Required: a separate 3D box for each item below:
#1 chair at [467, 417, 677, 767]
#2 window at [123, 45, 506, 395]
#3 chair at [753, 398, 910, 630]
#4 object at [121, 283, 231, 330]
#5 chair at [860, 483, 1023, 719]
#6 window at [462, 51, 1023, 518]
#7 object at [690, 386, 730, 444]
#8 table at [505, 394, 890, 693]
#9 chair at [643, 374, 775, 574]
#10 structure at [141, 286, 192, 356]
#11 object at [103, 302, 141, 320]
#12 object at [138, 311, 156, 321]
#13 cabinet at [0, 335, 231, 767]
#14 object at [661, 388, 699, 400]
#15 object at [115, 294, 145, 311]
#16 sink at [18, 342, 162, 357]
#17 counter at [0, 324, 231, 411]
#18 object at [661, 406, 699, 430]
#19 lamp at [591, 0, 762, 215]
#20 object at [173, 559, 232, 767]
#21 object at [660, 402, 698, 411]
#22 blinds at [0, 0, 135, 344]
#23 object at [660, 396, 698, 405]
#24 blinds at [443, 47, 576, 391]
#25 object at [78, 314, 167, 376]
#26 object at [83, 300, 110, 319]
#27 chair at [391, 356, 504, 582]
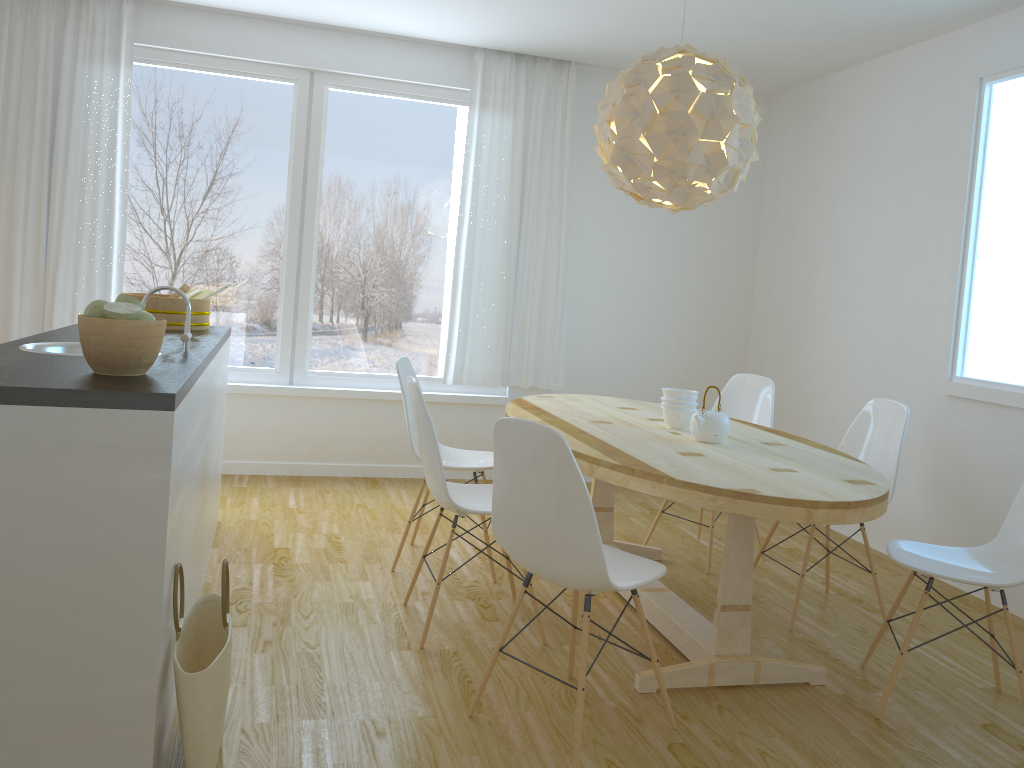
[{"bbox_3d":[0.186,0.536,2.526,0.523,0.899,0.432,1,5,-45],"label":"chair"},{"bbox_3d":[-1.292,-0.951,5.430,2.724,1.912,0.088,3,3,-15],"label":"window"},{"bbox_3d":[1.319,0.500,3.697,0.522,0.899,0.432,4,3,-15],"label":"chair"},{"bbox_3d":[-1.544,-0.366,3.992,0.379,0.213,0.431,6,6,13],"label":"object"},{"bbox_3d":[1.470,0.602,2.860,0.524,0.899,0.431,5,3,15],"label":"chair"},{"bbox_3d":[1.215,-0.444,3.084,2.546,2.047,1.889,3,4,-15],"label":"window"},{"bbox_3d":[0.734,0.111,3.323,0.177,0.211,0.148,3,4,-16],"label":"object"},{"bbox_3d":[0.583,0.548,3.517,1.192,0.722,2.202,3,6,-17],"label":"table"},{"bbox_3d":[1.009,0.401,4.392,0.522,0.899,0.432,2,4,-40],"label":"chair"},{"bbox_3d":[-1.078,-0.198,2.754,0.162,0.214,0.097,4,3,-15],"label":"structure"},{"bbox_3d":[-0.957,-0.166,2.172,0.086,0.065,0.084,4,5,-3],"label":"object"},{"bbox_3d":[-0.950,-0.145,2.250,0.098,0.085,0.081,8,6,40],"label":"object"},{"bbox_3d":[-1.380,0.349,3.066,0.600,0.906,2.414,4,6,-15],"label":"cabinet"},{"bbox_3d":[0.683,0.064,3.611,0.152,0.087,0.152,6,5,13],"label":"object"},{"bbox_3d":[-0.992,-0.197,2.294,0.077,0.071,0.074,5,4,10],"label":"object"},{"bbox_3d":[-1.300,-0.032,2.735,0.405,0.156,0.405,7,6,26],"label":"sink"},{"bbox_3d":[-1.343,-0.122,3.045,0.600,0.040,2.414,3,6,-15],"label":"counter"},{"bbox_3d":[0.681,0.140,3.612,0.152,0.082,0.152,7,6,24],"label":"object"},{"bbox_3d":[0.664,-1.219,3.434,0.646,1.131,0.642,4,4,-16],"label":"lamp"},{"bbox_3d":[-0.404,0.695,2.534,1.188,0.500,0.473,0,6,-37],"label":"object"},{"bbox_3d":[0.679,0.116,3.612,0.151,0.092,0.152,7,6,24],"label":"object"},{"bbox_3d":[-2.528,-1.173,4.885,0.794,2.153,0.150,4,3,-15],"label":"blinds"},{"bbox_3d":[0.678,0.092,3.611,0.151,0.095,0.152,5,5,2],"label":"object"},{"bbox_3d":[0.040,-1.044,5.575,0.794,2.153,0.150,4,3,-15],"label":"blinds"},{"bbox_3d":[-0.985,-0.098,2.232,0.206,0.141,0.205,8,6,36],"label":"object"},{"bbox_3d":[-1.027,-0.164,2.228,0.086,0.098,0.102,5,4,6],"label":"object"},{"bbox_3d":[-0.272,0.347,3.944,0.523,0.899,0.431,5,3,5],"label":"chair"}]
